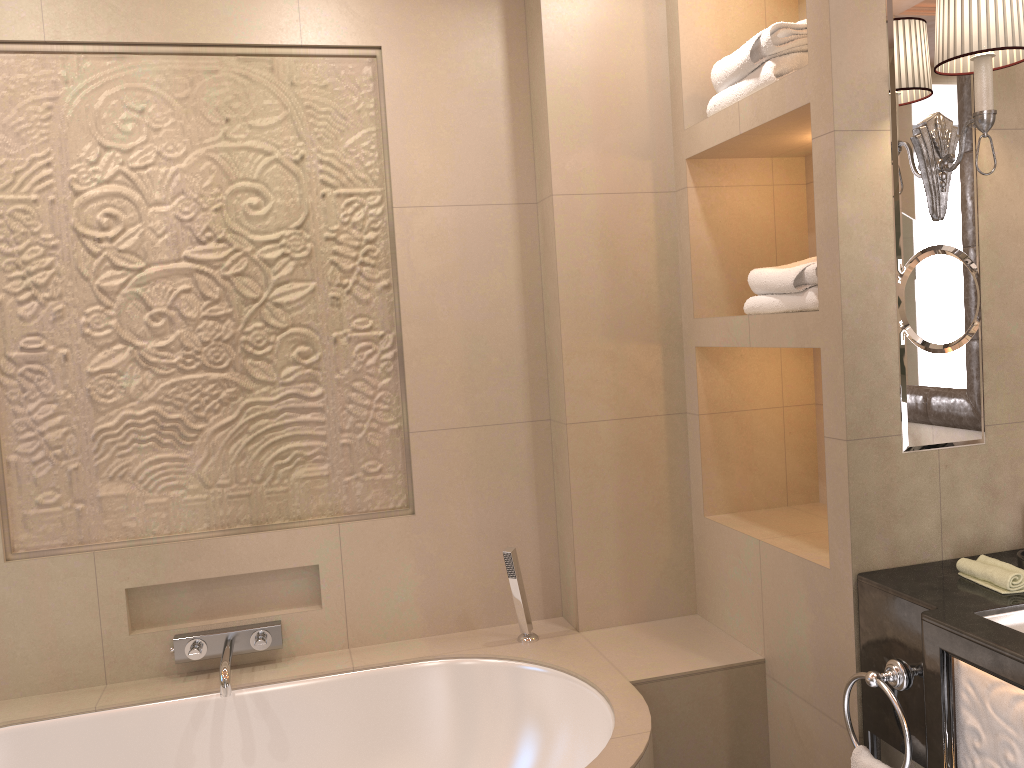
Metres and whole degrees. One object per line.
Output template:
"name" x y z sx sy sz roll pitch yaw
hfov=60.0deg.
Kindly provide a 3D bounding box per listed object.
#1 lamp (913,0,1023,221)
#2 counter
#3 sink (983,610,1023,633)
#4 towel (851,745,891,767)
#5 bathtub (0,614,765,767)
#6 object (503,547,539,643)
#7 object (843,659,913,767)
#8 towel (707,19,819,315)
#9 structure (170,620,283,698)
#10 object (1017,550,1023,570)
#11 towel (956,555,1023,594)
"lamp" 0.917 -0.561 1.759 0.174 0.444 0.223 -5 4 -14
"counter" 1.130 0.839 1.310 0.543 0.858 1.330 -5 4 -14
"sink" 1.084 0.493 1.282 0.349 0.135 0.760 -5 4 -14
"towel" 0.727 0.960 1.757 0.116 0.455 0.173 -6 4 -33
"bathtub" -0.625 1.071 1.951 2.662 0.540 1.060 -5 4 -14
"object" 0.023 0.585 2.473 0.059 0.280 0.114 -2 4 31
"object" 0.735 0.659 1.748 0.074 0.226 0.203 -5 4 -14
"towel" -0.707 -0.425 1.862 3.195 0.726 0.517 -5 4 -14
"structure" -0.750 0.724 2.318 0.290 0.097 0.259 -5 4 -14
"object" 1.064 0.365 1.776 0.080 0.035 0.133 -3 4 4
"towel" 0.963 0.372 1.752 0.096 0.039 0.149 -4 4 -8
